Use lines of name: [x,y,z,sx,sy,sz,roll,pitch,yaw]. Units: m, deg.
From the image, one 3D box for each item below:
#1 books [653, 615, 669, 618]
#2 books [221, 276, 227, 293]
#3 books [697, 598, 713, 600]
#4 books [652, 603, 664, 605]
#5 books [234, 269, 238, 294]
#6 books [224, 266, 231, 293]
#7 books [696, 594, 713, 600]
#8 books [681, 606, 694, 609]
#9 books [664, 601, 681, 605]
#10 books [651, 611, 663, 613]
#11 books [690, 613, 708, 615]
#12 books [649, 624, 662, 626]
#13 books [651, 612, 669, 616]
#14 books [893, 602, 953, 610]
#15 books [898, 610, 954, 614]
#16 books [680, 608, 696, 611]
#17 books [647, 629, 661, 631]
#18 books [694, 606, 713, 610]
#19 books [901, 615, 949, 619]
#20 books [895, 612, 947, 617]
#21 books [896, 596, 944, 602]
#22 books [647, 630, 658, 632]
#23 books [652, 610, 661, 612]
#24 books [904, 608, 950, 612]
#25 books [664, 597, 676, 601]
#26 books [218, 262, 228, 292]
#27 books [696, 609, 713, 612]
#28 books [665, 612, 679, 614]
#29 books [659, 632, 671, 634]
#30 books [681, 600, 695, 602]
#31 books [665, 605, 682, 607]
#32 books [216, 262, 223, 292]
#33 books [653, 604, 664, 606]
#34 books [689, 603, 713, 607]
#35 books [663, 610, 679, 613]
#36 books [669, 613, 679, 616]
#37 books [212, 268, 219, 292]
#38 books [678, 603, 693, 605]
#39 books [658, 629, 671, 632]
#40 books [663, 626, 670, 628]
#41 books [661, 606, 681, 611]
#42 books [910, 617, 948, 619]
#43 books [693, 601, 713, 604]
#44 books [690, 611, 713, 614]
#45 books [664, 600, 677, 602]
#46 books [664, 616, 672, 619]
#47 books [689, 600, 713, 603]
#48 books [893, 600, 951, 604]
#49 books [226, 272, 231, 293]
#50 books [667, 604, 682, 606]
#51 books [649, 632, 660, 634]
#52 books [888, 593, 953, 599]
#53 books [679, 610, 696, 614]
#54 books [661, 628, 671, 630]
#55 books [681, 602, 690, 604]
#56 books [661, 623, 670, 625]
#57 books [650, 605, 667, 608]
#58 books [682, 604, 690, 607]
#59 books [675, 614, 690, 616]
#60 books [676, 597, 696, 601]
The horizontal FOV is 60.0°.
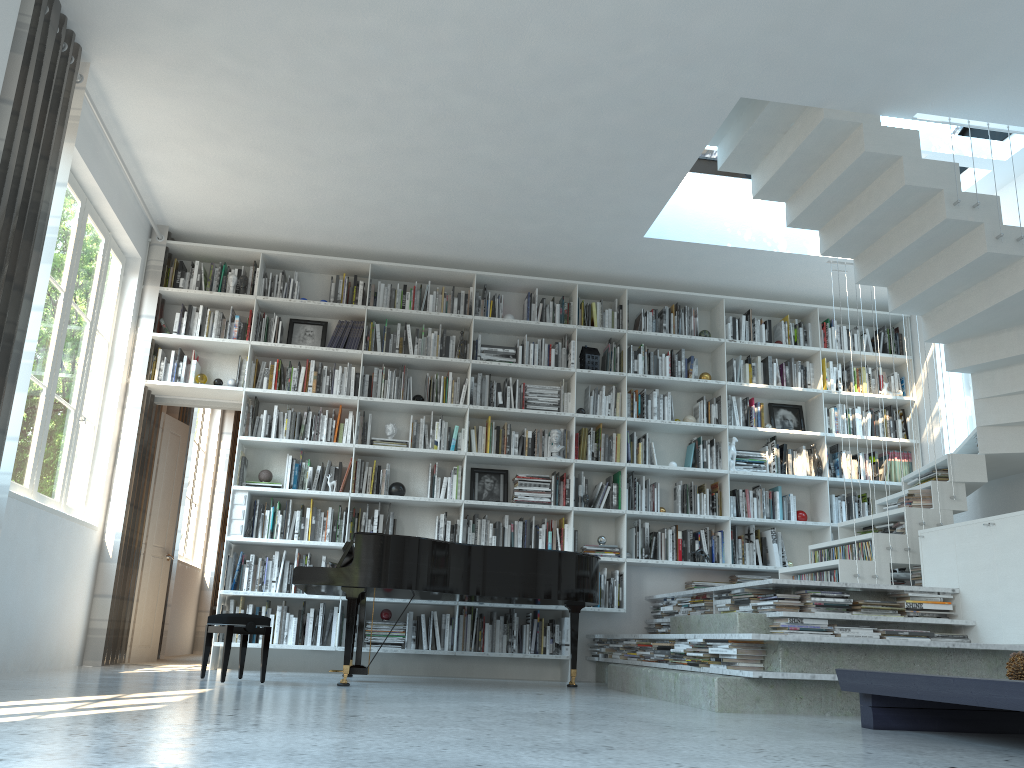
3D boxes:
books: [1.197,1.787,6.806,0.163,0.017,0.233,4,-16,-6]
books: [-2.260,-0.733,6.978,0.024,0.187,0.160,5,-16,-8]
books: [1.355,1.461,5.991,0.128,0.013,0.297,5,-16,-10]
books: [1.200,1.697,6.831,0.159,0.011,0.247,6,-17,-11]
books: [-2.178,-0.758,7.001,0.021,0.252,0.179,5,-16,-8]
books: [-2.241,-0.772,6.999,0.013,0.274,0.159,5,-16,-8]
books: [1.344,1.441,5.995,0.139,0.028,0.262,3,-16,-3]
books: [1.302,1.579,6.253,0.150,0.013,0.216,5,-16,-8]
books: [1.247,1.622,6.553,0.163,0.018,0.290,5,-16,-9]
books: [1.193,1.756,6.814,0.179,0.012,0.262,5,-16,-8]
books: [1.321,1.553,5.961,0.182,0.011,0.254,4,-16,-4]
books: [1.152,1.857,6.816,0.152,0.015,0.208,3,-16,-3]
books: [1.189,1.770,6.809,0.175,0.017,0.266,4,-16,-5]
books: [2.308,1.261,5.020,0.284,0.030,0.177,4,-16,-7]
books: [2.309,1.290,5.000,0.281,0.008,0.182,3,-16,-3]
books: [1.298,1.594,6.248,0.154,0.018,0.221,5,-16,-9]
books: [1.154,1.890,6.807,0.159,0.012,0.279,5,-16,-9]
books: [1.339,1.511,5.975,0.159,0.018,0.203,5,-16,-10]
books: [2.305,1.318,5.012,0.259,0.009,0.153,6,-17,-11]
books: [2.304,1.308,5.021,0.262,0.016,0.132,6,-17,-13]
books: [2.310,1.223,5.029,0.192,0.024,0.168,3,-16,-3]
books: [1.151,1.901,6.804,0.170,0.012,0.215,5,-16,-8]
books: [1.201,1.747,6.817,0.156,0.009,0.288,5,-16,-10]
books: [2.306,1.285,5.022,0.268,0.014,0.160,5,-16,-9]
books: [1.239,1.596,6.558,0.171,0.020,0.194,6,-17,-13]
books: [-2.285,-0.794,7.002,0.029,0.313,0.129,5,-16,-8]
books: [1.350,1.529,5.972,0.138,0.017,0.238,5,-16,-9]
books: [1.246,1.690,6.534,0.152,0.009,0.260,6,-17,-11]
books: [1.202,1.829,6.504,0.160,0.014,0.268,5,-16,-9]
books: [1.299,1.537,6.264,0.149,0.013,0.220,4,-16,-5]
books: [1.241,1.645,6.545,0.171,0.007,0.207,4,-16,-6]
books: [-2.305,-0.793,6.987,0.014,0.303,0.146,5,-16,-8]
books: [1.200,1.706,6.828,0.167,0.008,0.235,5,-16,-9]
books: [1.331,1.494,5.978,0.179,0.017,0.294,4,-16,-7]
books: [1.242,1.681,6.536,0.163,0.008,0.295,5,-16,-10]
books: [1.258,1.705,6.532,0.131,0.021,0.241,4,-16,-6]
books: [-2.330,-0.769,6.991,0.030,0.257,0.130,5,-16,-8]
books: [1.293,1.556,6.258,0.167,0.008,0.235,5,-16,-9]
books: [1.190,1.814,6.506,0.180,0.016,0.183,6,-17,-11]
books: [1.210,1.790,6.516,0.137,0.018,0.201,6,-17,-12]
books: [1.229,1.662,6.539,0.189,0.029,0.238,6,-17,-11]
books: [2.306,1.325,5.000,0.220,0.011,0.178,5,-16,-10]
books: [1.334,1.480,5.983,0.161,0.012,0.255,4,-16,-4]
books: [1.328,1.542,5.965,0.178,0.014,0.248,5,-16,-10]
books: [1.249,1.610,6.556,0.159,0.007,0.286,5,-16,-9]
books: [1.239,1.722,6.524,0.173,0.016,0.234,5,-16,-9]
books: [1.328,1.470,5.985,0.187,0.009,0.261,5,-16,-9]
books: [2.310,1.239,5.018,0.261,0.012,0.180,4,-16,-4]
books: [-2.225,-0.748,6.994,0.021,0.225,0.157,5,-16,-8]
books: [1.248,1.636,6.549,0.143,0.012,0.264,3,-16,-3]
books: [1.161,1.914,6.802,0.147,0.014,0.293,5,-16,-8]
books: [2.312,1.203,5.024,0.285,0.013,0.181,6,-17,-13]
books: [1.286,1.613,6.241,0.164,0.023,0.243,4,-16,-4]
books: [1.204,1.802,6.511,0.159,0.009,0.229,4,-16,-7]
books: [1.299,1.548,6.261,0.160,0.010,0.180,5,-16,-8]
books: [1.208,1.766,6.522,0.149,0.014,0.229,5,-16,-10]
books: [1.189,1.716,6.824,0.171,0.015,0.253,6,-17,-13]
books: [1.300,1.566,6.256,0.144,0.013,0.221,4,-16,-5]
books: [1.277,1.629,6.235,0.190,0.012,0.236,5,-16,-10]
books: [1.287,1.522,6.266,0.165,0.015,0.243,6,-17,-13]
